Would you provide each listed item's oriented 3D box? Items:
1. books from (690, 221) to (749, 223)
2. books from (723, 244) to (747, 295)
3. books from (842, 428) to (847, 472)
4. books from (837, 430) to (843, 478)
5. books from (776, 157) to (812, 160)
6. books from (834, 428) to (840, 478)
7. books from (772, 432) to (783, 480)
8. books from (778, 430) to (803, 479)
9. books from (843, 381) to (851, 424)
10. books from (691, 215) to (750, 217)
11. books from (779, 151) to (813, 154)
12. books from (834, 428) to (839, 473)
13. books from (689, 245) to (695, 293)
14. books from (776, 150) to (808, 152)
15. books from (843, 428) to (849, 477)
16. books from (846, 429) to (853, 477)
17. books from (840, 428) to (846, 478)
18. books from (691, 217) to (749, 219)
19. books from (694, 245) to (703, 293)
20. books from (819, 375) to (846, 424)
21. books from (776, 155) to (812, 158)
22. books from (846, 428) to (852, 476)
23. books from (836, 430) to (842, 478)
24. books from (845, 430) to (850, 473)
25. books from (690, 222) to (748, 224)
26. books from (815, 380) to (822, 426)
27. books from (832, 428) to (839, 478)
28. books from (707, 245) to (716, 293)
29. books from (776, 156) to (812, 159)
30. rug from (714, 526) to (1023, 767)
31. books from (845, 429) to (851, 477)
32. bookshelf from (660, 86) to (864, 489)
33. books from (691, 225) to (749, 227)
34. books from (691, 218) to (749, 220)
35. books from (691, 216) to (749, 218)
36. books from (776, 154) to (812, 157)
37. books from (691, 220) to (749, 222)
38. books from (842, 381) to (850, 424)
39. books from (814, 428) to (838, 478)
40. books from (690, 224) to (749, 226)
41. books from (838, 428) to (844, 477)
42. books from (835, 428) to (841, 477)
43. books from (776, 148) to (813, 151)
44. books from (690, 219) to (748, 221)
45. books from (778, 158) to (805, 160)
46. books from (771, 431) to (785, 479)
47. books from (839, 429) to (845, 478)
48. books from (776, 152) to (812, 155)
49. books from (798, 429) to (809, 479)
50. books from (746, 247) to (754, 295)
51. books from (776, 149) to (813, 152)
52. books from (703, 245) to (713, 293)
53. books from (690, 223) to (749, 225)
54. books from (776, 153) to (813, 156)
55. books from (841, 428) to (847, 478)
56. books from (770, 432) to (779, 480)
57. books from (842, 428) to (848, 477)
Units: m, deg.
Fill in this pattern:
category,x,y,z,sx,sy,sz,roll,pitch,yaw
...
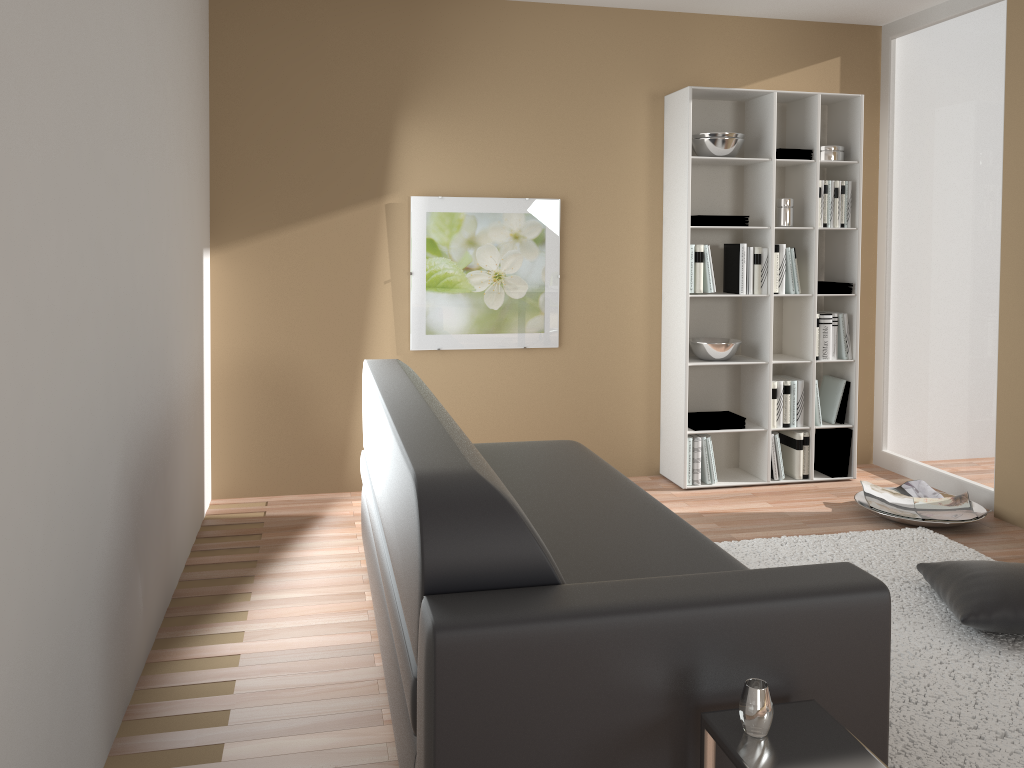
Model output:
category,x,y,z,sx,sy,sz,roll,pitch,yaw
books,1.116,-0.889,4.839,0.297,0.006,0.212,-2,9,-13
books,1.233,-0.637,4.862,0.040,0.274,0.209,0,5,-12
books,1.836,0.371,5.027,0.032,0.269,0.216,0,5,-12
books,1.810,0.375,5.018,0.032,0.267,0.213,0,5,-12
books,1.502,-1.252,4.938,0.210,0.006,0.300,-2,9,-18
books,1.793,0.373,5.017,0.032,0.269,0.216,0,5,-12
books,1.446,0.386,4.930,0.058,0.256,0.209,0,5,-12
books,1.569,0.382,4.956,0.040,0.257,0.209,0,5,-12
books,1.861,0.090,5.050,0.043,0.236,0.213,0,5,-12
books,1.119,-0.922,4.839,0.297,0.006,0.212,-2,9,-13
books,1.506,-1.285,4.938,0.210,0.008,0.300,-2,9,-18
books,1.787,0.373,5.016,0.032,0.269,0.216,0,5,-12
books,0.937,-0.630,4.792,0.040,0.257,0.209,0,5,-12
books,1.506,-1.290,4.937,0.210,0.008,0.300,-2,9,-18
books,1.848,0.372,5.025,0.032,0.271,0.218,0,5,-12
books,1.869,0.373,5.031,0.032,0.267,0.213,0,5,-12
books,1.826,0.374,5.022,0.032,0.267,0.213,0,5,-12
books,1.115,-0.911,4.842,0.297,0.008,0.212,-2,9,-13
books,0.984,-0.630,4.797,0.040,0.257,0.209,0,5,-12
books,1.819,0.086,5.043,0.085,0.244,0.209,0,5,-12
books,1.502,-1.264,4.940,0.210,0.006,0.300,-3,10,-19
books,1.864,0.371,5.030,0.032,0.272,0.221,0,5,-12
books,1.805,0.375,5.017,0.032,0.267,0.213,0,5,-12
books,1.853,0.373,5.027,0.032,0.267,0.213,0,5,-12
books,1.113,-0.884,4.839,0.297,0.006,0.212,-2,9,-14
books,1.676,0.091,4.978,0.060,0.258,0.209,0,5,-13
books,1.783,0.376,5.011,0.032,0.268,0.213,0,5,-12
books,1.052,-0.634,4.826,0.058,0.256,0.209,0,5,-12
books,1.502,-1.257,4.938,0.210,0.006,0.300,-2,9,-18
rug,1.416,0.846,2.891,1.449,0.045,2.047,-2,9,-13
books,1.858,0.374,5.029,0.032,0.267,0.213,0,5,-12
bookshelf,1.393,-0.544,4.943,1.039,2.130,0.334,0,2,-13
books,1.114,-0.867,4.838,0.297,0.007,0.212,-2,9,-13
books,1.115,-0.906,4.842,0.297,0.008,0.212,-2,9,-13
books,1.119,-0.916,4.837,0.297,0.007,0.212,-2,9,-13
books,1.503,-1.268,4.936,0.210,0.006,0.300,-2,9,-18
books,1.116,-0.894,4.839,0.297,0.006,0.212,-2,9,-13
books,1.853,0.088,5.049,0.043,0.241,0.221,0,5,-12
books,1.778,0.376,5.011,0.032,0.267,0.213,0,5,-12
books,1.115,-0.872,4.840,0.297,0.006,0.212,-2,9,-13
books,1.815,0.372,5.019,0.032,0.272,0.221,0,5,-12
books,1.800,0.373,5.014,0.032,0.271,0.218,0,5,-12
books,1.504,-1.300,4.932,0.210,0.006,0.300,-2,9,-18
books,1.115,-0.900,4.837,0.297,0.006,0.212,-1,9,-11
books,1.501,-1.247,4.939,0.210,0.007,0.300,-2,9,-18
books,1.459,0.382,4.949,0.058,0.256,0.209,0,5,-12
books,1.821,0.374,5.020,0.032,0.267,0.213,0,5,-12
books,1.501,-1.280,4.937,0.210,0.006,0.300,-2,9,-16
books,1.607,0.380,4.969,0.040,0.257,0.209,0,5,-12
books,1.274,-0.630,4.871,0.040,0.257,0.209,0,5,-12
books,1.502,-1.295,4.933,0.210,0.007,0.300,-2,9,-18
books,1.031,-0.632,4.810,0.060,0.258,0.209,0,5,-12
books,1.115,-0.878,4.839,0.297,0.006,0.212,-2,9,-13
books,1.503,-1.274,4.936,0.210,0.006,0.300,-2,9,-18
books,1.832,0.374,5.021,0.032,0.268,0.213,0,5,-12
books,1.420,0.385,4.928,0.060,0.258,0.209,0,5,-13
books,1.841,0.371,5.028,0.032,0.269,0.216,0,5,-12
